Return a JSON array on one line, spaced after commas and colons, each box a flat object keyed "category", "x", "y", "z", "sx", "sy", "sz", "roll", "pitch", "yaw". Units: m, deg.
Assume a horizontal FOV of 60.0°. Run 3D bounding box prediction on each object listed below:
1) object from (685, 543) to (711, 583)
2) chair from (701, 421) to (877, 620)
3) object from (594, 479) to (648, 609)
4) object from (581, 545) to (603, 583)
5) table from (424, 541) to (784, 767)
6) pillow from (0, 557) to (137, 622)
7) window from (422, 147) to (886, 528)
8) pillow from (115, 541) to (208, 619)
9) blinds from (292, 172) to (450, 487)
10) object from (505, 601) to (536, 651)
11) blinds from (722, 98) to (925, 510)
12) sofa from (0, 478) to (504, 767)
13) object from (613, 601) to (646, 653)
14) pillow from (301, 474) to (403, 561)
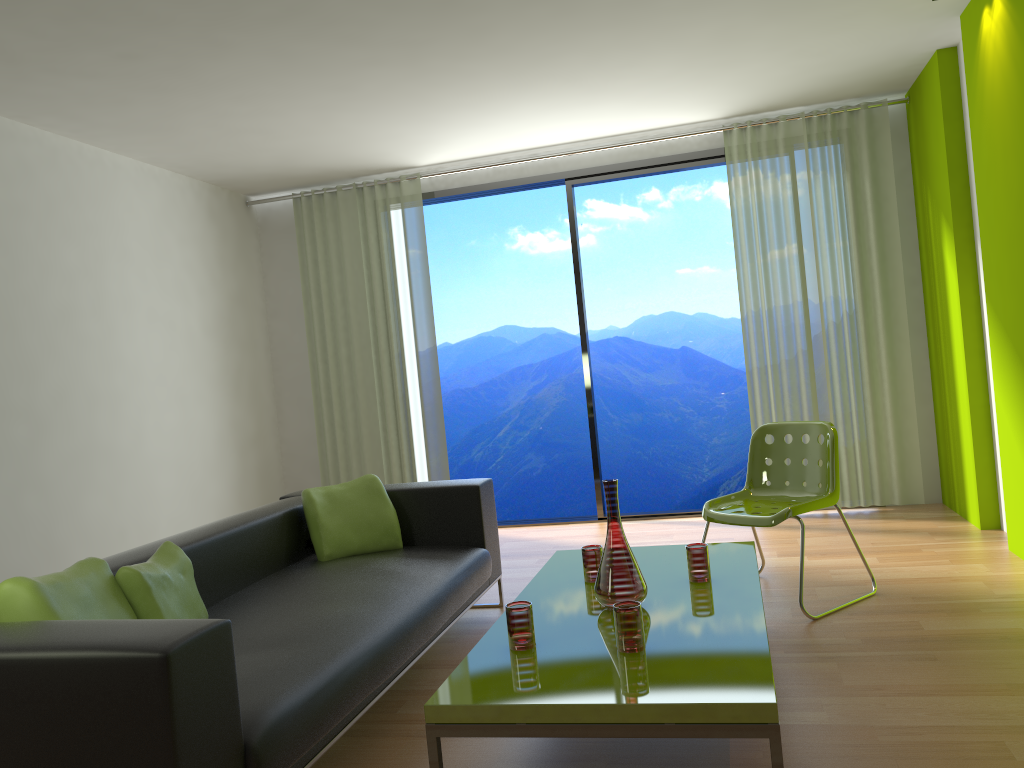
[{"category": "object", "x": 0.634, "y": 0.609, "z": 3.017, "sx": 0.075, "sy": 0.122, "sz": 0.076, "roll": -6, "pitch": 1, "yaw": -42}, {"category": "chair", "x": 1.166, "y": 0.572, "z": 3.949, "sx": 0.546, "sy": 0.759, "sz": 0.640, "roll": -6, "pitch": 1, "yaw": -38}, {"category": "object", "x": 0.328, "y": 0.500, "z": 2.784, "sx": 0.168, "sy": 0.400, "sz": 0.168, "roll": -6, "pitch": 1, "yaw": 0}, {"category": "object", "x": 0.290, "y": 0.641, "z": 3.159, "sx": 0.075, "sy": 0.122, "sz": 0.076, "roll": -6, "pitch": 1, "yaw": -42}, {"category": "table", "x": 0.397, "y": 0.868, "z": 2.825, "sx": 0.810, "sy": 0.349, "sz": 1.682, "roll": -5, "pitch": 1, "yaw": 14}, {"category": "pillow", "x": -1.179, "y": 0.677, "z": 2.405, "sx": 0.210, "sy": 0.403, "sz": 0.457, "roll": -6, "pitch": 1, "yaw": 0}, {"category": "window", "x": 0.738, "y": -0.273, "z": 6.288, "sx": 3.336, "sy": 2.498, "sz": 0.219, "roll": -5, "pitch": 1, "yaw": 14}, {"category": "pillow", "x": -1.097, "y": 0.679, "z": 2.790, "sx": 0.164, "sy": 0.317, "sz": 0.380, "roll": -6, "pitch": 1, "yaw": -3}, {"category": "blinds", "x": -1.014, "y": -0.186, "z": 6.487, "sx": 1.012, "sy": 2.568, "sz": 0.067, "roll": -5, "pitch": 1, "yaw": 14}, {"category": "object", "x": 0.024, "y": 0.676, "z": 2.476, "sx": 0.075, "sy": 0.122, "sz": 0.076, "roll": -6, "pitch": 1, "yaw": -42}, {"category": "blinds", "x": 2.002, "y": -0.473, "z": 5.742, "sx": 1.012, "sy": 2.568, "sz": 0.067, "roll": -5, "pitch": 1, "yaw": 14}, {"category": "sofa", "x": -0.826, "y": 0.840, "z": 3.139, "sx": 1.061, "sy": 0.639, "sz": 2.583, "roll": -5, "pitch": 1, "yaw": 14}, {"category": "object", "x": 0.313, "y": 0.649, "z": 2.366, "sx": 0.076, "sy": 0.122, "sz": 0.075, "roll": -6, "pitch": 1, "yaw": -21}, {"category": "pillow", "x": -0.731, "y": 0.609, "z": 4.004, "sx": 0.399, "sy": 0.362, "sz": 0.269, "roll": -6, "pitch": 1, "yaw": -28}]
